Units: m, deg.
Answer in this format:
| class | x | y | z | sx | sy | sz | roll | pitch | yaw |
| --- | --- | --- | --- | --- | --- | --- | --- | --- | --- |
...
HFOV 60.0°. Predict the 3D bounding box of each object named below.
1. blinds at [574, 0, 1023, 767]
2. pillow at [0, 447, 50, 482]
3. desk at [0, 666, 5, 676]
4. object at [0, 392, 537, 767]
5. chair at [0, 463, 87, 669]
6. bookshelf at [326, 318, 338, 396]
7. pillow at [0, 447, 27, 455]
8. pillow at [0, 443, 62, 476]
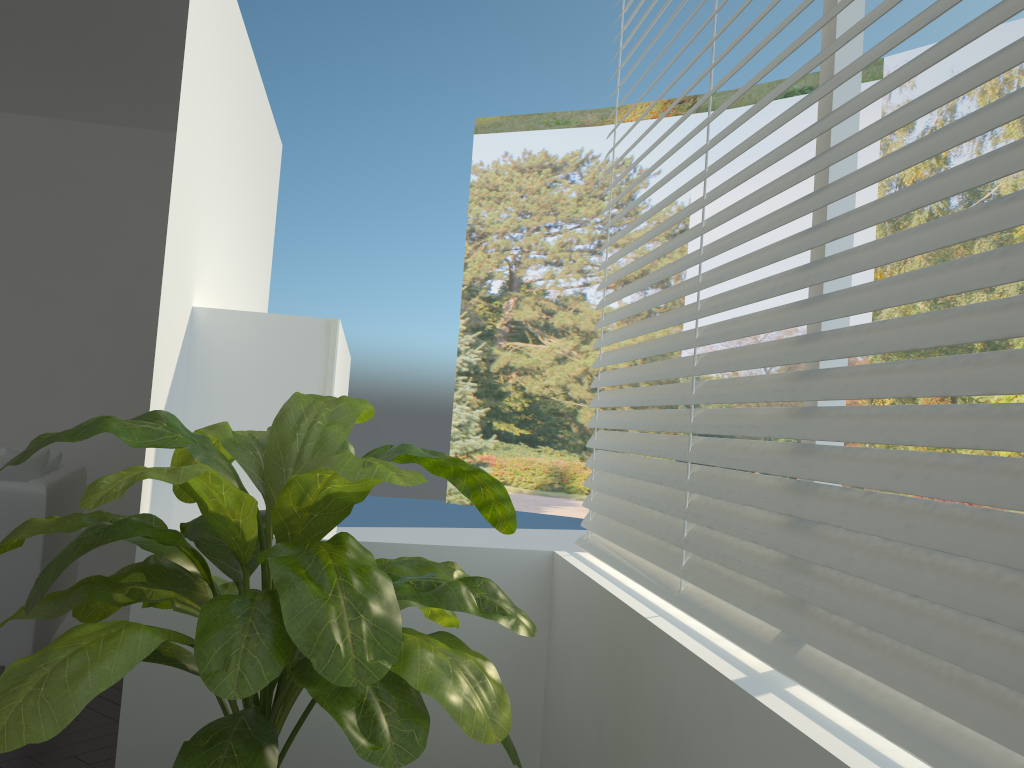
| class | x | y | z | sx | sy | sz | roll | pitch | yaw |
| --- | --- | --- | --- | --- | --- | --- | --- | --- | --- |
| blinds | 0.624 | -1.707 | 0.815 | 1.220 | 4.270 | 3.913 | 4 | -3 | 10 |
| pillow | -2.105 | 0.487 | 3.563 | 0.257 | 0.474 | 0.464 | 3 | -3 | 18 |
| desk | -1.686 | 0.732 | 0.839 | 1.812 | 0.699 | 0.974 | 5 | -3 | -9 |
| object | -0.485 | 0.608 | 1.771 | 1.025 | 1.200 | 1.120 | 6 | -4 | -30 |
| chair | -2.421 | 0.753 | 3.749 | 0.944 | 0.817 | 1.155 | 5 | -3 | -18 |
| bookshelf | -1.056 | 0.490 | 3.963 | 0.501 | 1.498 | 2.098 | 5 | -3 | -9 |
| pillow | -2.229 | 0.492 | 3.848 | 0.255 | 0.467 | 0.532 | 5 | -3 | -19 |
| pillow | -2.358 | 0.522 | 4.137 | 0.497 | 0.504 | 0.235 | 3 | -3 | 12 |
